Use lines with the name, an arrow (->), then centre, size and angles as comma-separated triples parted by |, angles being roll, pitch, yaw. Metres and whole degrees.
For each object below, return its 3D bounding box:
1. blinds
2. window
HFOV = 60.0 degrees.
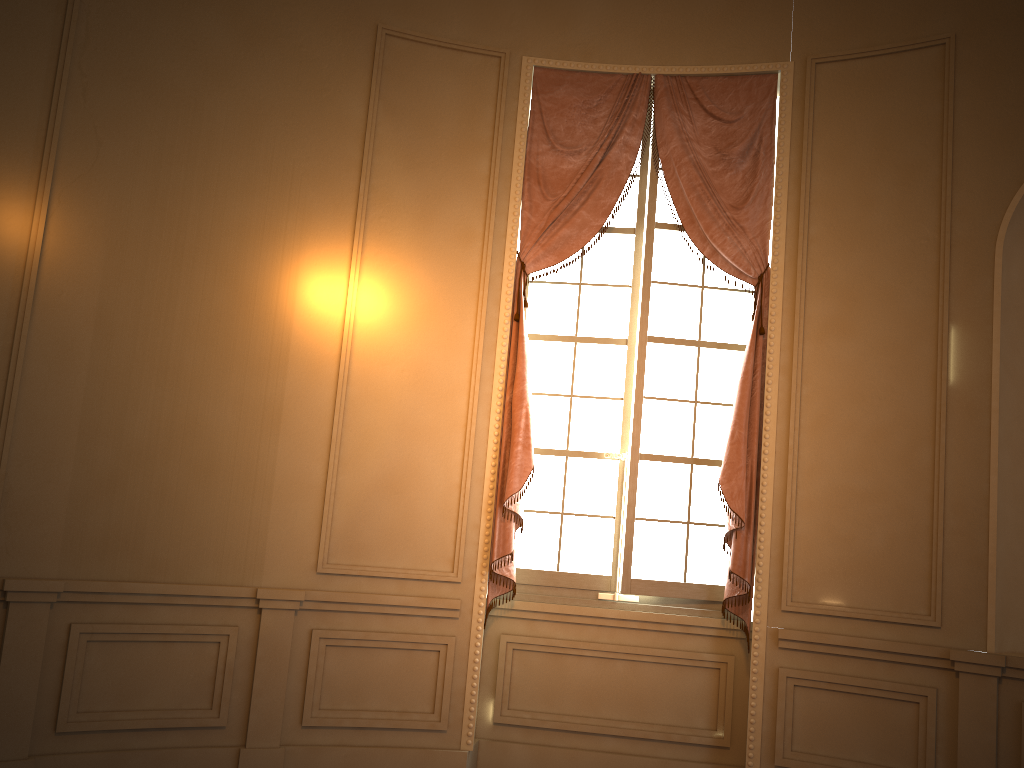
blinds -> 0.633, -0.213, 4.483 | 1.325, 2.964, 0.288 | 4, -7, 6
window -> 0.663, -0.239, 4.718 | 1.301, 2.824, 0.154 | 4, -7, 7
